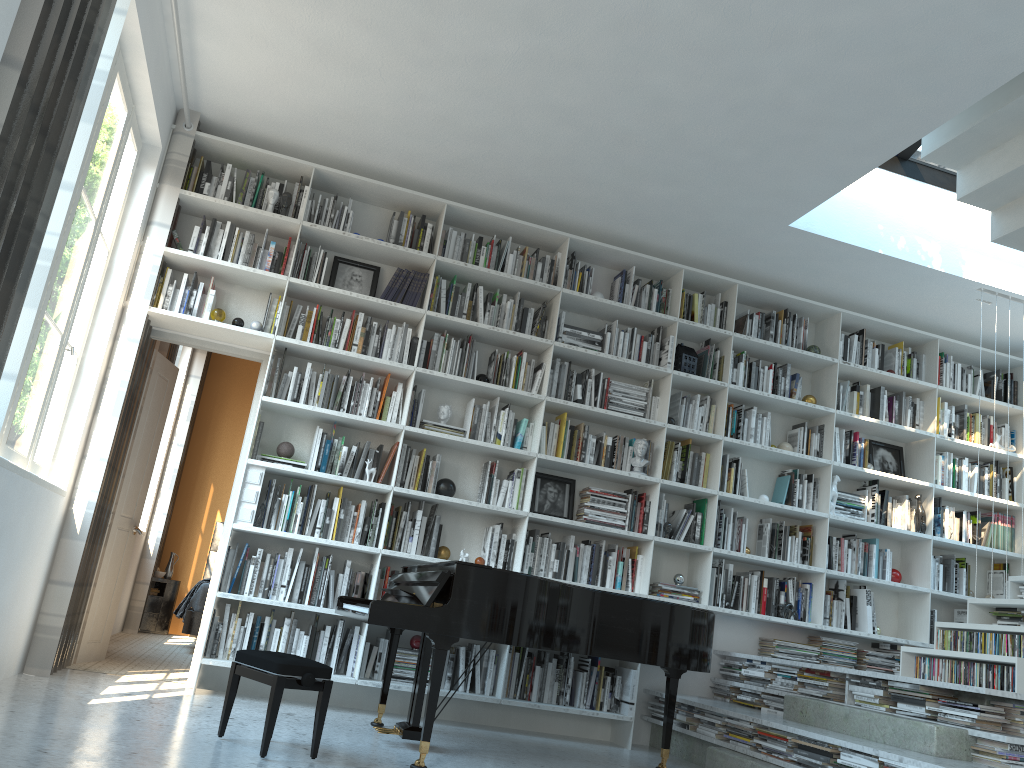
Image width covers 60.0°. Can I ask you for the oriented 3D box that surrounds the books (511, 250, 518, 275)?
[{"bbox_3d":[-0.011,-0.758,5.903,0.026,0.235,0.134,13,-15,-14],"label":"books"}]

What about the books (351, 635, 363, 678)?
[{"bbox_3d":[-0.900,1.560,5.102,0.017,0.232,0.213,13,-15,-14],"label":"books"}]

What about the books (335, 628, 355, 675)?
[{"bbox_3d":[-0.975,1.543,5.127,0.065,0.255,0.156,13,-15,-14],"label":"books"}]

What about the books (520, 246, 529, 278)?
[{"bbox_3d":[0.056,-0.763,5.905,0.014,0.265,0.192,13,-15,-14],"label":"books"}]

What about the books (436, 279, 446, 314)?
[{"bbox_3d":[-0.460,-0.516,5.715,0.067,0.273,0.168,13,-15,-14],"label":"books"}]

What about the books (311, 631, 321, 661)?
[{"bbox_3d":[-1.136,1.527,5.082,0.024,0.213,0.137,13,-15,-14],"label":"books"}]

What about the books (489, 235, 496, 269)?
[{"bbox_3d":[-0.152,-0.823,5.865,0.010,0.298,0.151,13,-15,-14],"label":"books"}]

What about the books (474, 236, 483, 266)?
[{"bbox_3d":[-0.242,-0.824,5.856,0.028,0.267,0.151,13,-15,-14],"label":"books"}]

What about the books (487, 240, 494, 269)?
[{"bbox_3d":[-0.166,-0.804,5.854,0.013,0.251,0.184,13,-15,-14],"label":"books"}]

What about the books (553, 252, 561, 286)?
[{"bbox_3d":[0.273,-0.723,5.968,0.026,0.287,0.176,13,-15,-14],"label":"books"}]

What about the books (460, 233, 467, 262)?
[{"bbox_3d":[-0.342,-0.843,5.809,0.012,0.249,0.174,13,-15,-14],"label":"books"}]

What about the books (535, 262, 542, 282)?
[{"bbox_3d":[0.149,-0.700,5.924,0.031,0.184,0.177,13,-15,-14],"label":"books"}]

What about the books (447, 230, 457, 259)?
[{"bbox_3d":[-0.408,-0.859,5.798,0.031,0.254,0.146,13,-15,-14],"label":"books"}]

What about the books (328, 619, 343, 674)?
[{"bbox_3d":[-1.018,1.508,5.100,0.021,0.295,0.188,13,-15,-14],"label":"books"}]

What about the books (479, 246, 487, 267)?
[{"bbox_3d":[-0.217,-0.788,5.846,0.030,0.201,0.152,13,-15,-14],"label":"books"}]

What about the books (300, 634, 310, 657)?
[{"bbox_3d":[-1.190,1.520,5.036,0.031,0.187,0.190,13,-15,-14],"label":"books"}]

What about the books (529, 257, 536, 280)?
[{"bbox_3d":[0.105,-0.721,5.903,0.026,0.199,0.187,13,-15,-14],"label":"books"}]

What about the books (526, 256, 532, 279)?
[{"bbox_3d":[0.086,-0.728,5.901,0.013,0.206,0.178,13,-15,-14],"label":"books"}]

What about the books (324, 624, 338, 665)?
[{"bbox_3d":[-1.058,1.523,5.116,0.040,0.263,0.137,13,-15,-14],"label":"books"}]

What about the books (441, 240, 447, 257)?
[{"bbox_3d":[-0.463,-0.833,5.786,0.024,0.182,0.133,13,-15,-14],"label":"books"}]

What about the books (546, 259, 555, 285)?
[{"bbox_3d":[0.232,-0.702,5.947,0.026,0.224,0.172,13,-15,-14],"label":"books"}]

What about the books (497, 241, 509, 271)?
[{"bbox_3d":[-0.084,-0.796,5.874,0.052,0.272,0.173,13,-15,-14],"label":"books"}]

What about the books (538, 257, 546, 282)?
[{"bbox_3d":[0.177,-0.717,5.947,0.026,0.236,0.149,13,-15,-14],"label":"books"}]

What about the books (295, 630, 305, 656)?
[{"bbox_3d":[-1.219,1.506,5.037,0.028,0.205,0.171,13,-15,-14],"label":"books"}]

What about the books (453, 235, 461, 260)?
[{"bbox_3d":[-0.384,-0.837,5.796,0.023,0.219,0.181,13,-15,-14],"label":"books"}]

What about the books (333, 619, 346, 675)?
[{"bbox_3d":[-1.001,1.507,5.102,0.012,0.303,0.166,13,-15,-14],"label":"books"}]

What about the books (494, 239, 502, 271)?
[{"bbox_3d":[-0.115,-0.804,5.869,0.013,0.275,0.165,13,-15,-14],"label":"books"}]

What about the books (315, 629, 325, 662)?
[{"bbox_3d":[-1.110,1.525,5.078,0.022,0.224,0.141,13,-15,-14],"label":"books"}]

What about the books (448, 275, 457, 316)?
[{"bbox_3d":[-0.405,-0.528,5.717,0.012,0.314,0.172,13,-15,-14],"label":"books"}]

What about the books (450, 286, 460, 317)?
[{"bbox_3d":[-0.391,-0.488,5.714,0.031,0.241,0.181,13,-15,-14],"label":"books"}]

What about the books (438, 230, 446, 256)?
[{"bbox_3d":[-0.479,-0.868,5.772,0.029,0.237,0.156,13,-15,-14],"label":"books"}]

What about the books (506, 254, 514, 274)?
[{"bbox_3d":[-0.039,-0.744,5.882,0.031,0.189,0.182,13,-15,-14],"label":"books"}]

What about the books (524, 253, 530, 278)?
[{"bbox_3d":[0.068,-0.739,5.911,0.021,0.228,0.161,13,-15,-14],"label":"books"}]

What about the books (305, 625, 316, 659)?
[{"bbox_3d":[-1.160,1.499,5.050,0.023,0.243,0.188,13,-15,-14],"label":"books"}]

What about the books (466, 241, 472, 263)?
[{"bbox_3d":[-0.306,-0.813,5.814,0.015,0.207,0.167,13,-15,-14],"label":"books"}]

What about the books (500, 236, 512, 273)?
[{"bbox_3d":[-0.053,-0.807,5.900,0.014,0.314,0.166,13,-15,-14],"label":"books"}]

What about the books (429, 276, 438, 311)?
[{"bbox_3d":[-0.518,-0.535,5.696,0.013,0.282,0.159,13,-15,-14],"label":"books"}]

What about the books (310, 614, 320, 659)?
[{"bbox_3d":[-1.147,1.478,5.091,0.013,0.309,0.131,13,-15,-14],"label":"books"}]

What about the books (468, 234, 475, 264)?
[{"bbox_3d":[-0.290,-0.837,5.826,0.010,0.263,0.161,13,-15,-14],"label":"books"}]

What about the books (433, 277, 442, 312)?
[{"bbox_3d":[-0.494,-0.532,5.701,0.010,0.286,0.148,13,-15,-14],"label":"books"}]

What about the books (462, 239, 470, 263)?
[{"bbox_3d":[-0.322,-0.821,5.797,0.029,0.207,0.179,13,-15,-14],"label":"books"}]

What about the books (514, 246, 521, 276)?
[{"bbox_3d":[0.010,-0.769,5.913,0.014,0.268,0.156,13,-15,-14],"label":"books"}]

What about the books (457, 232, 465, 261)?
[{"bbox_3d":[-0.360,-0.847,5.809,0.023,0.250,0.171,13,-15,-14],"label":"books"}]

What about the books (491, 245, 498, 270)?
[{"bbox_3d":[-0.142,-0.786,5.873,0.029,0.235,0.130,13,-15,-14],"label":"books"}]

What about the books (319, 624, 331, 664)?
[{"bbox_3d":[-1.084,1.514,5.085,0.027,0.255,0.179,13,-15,-14],"label":"books"}]

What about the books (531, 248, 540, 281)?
[{"bbox_3d":[0.134,-0.751,5.937,0.013,0.284,0.160,13,-15,-14],"label":"books"}]

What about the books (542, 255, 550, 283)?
[{"bbox_3d":[0.202,-0.720,5.964,0.030,0.260,0.151,13,-15,-14],"label":"books"}]

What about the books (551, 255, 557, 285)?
[{"bbox_3d":[0.252,-0.716,5.964,0.014,0.266,0.172,13,-15,-14],"label":"books"}]

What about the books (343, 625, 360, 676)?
[{"bbox_3d":[-0.930,1.544,5.142,0.027,0.275,0.144,13,-15,-14],"label":"books"}]

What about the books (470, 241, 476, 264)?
[{"bbox_3d":[-0.283,-0.814,5.851,0.025,0.234,0.130,13,-15,-14],"label":"books"}]

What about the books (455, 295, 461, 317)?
[{"bbox_3d":[-0.372,-0.460,5.728,0.024,0.201,0.153,13,-15,-14],"label":"books"}]

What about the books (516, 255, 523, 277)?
[{"bbox_3d":[0.023,-0.736,5.919,0.029,0.213,0.142,13,-15,-14],"label":"books"}]

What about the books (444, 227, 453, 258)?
[{"bbox_3d":[-0.437,-0.872,5.812,0.021,0.278,0.141,13,-15,-14],"label":"books"}]

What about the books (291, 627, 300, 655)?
[{"bbox_3d":[-1.241,1.495,5.034,0.021,0.217,0.191,13,-15,-14],"label":"books"}]

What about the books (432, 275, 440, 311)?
[{"bbox_3d":[-0.510,-0.540,5.722,0.014,0.308,0.130,13,-15,-14],"label":"books"}]

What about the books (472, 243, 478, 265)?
[{"bbox_3d":[-0.265,-0.803,5.845,0.012,0.215,0.150,13,-15,-14],"label":"books"}]

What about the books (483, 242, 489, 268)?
[{"bbox_3d":[-0.193,-0.799,5.852,0.013,0.234,0.155,13,-15,-14],"label":"books"}]

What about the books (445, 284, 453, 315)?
[{"bbox_3d":[-0.423,-0.502,5.715,0.011,0.259,0.157,13,-15,-14],"label":"books"}]

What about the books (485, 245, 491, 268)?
[{"bbox_3d":[-0.180,-0.789,5.846,0.011,0.215,0.160,13,-15,-14],"label":"books"}]

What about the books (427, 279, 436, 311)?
[{"bbox_3d":[-0.533,-0.529,5.674,0.023,0.255,0.175,13,-15,-14],"label":"books"}]
